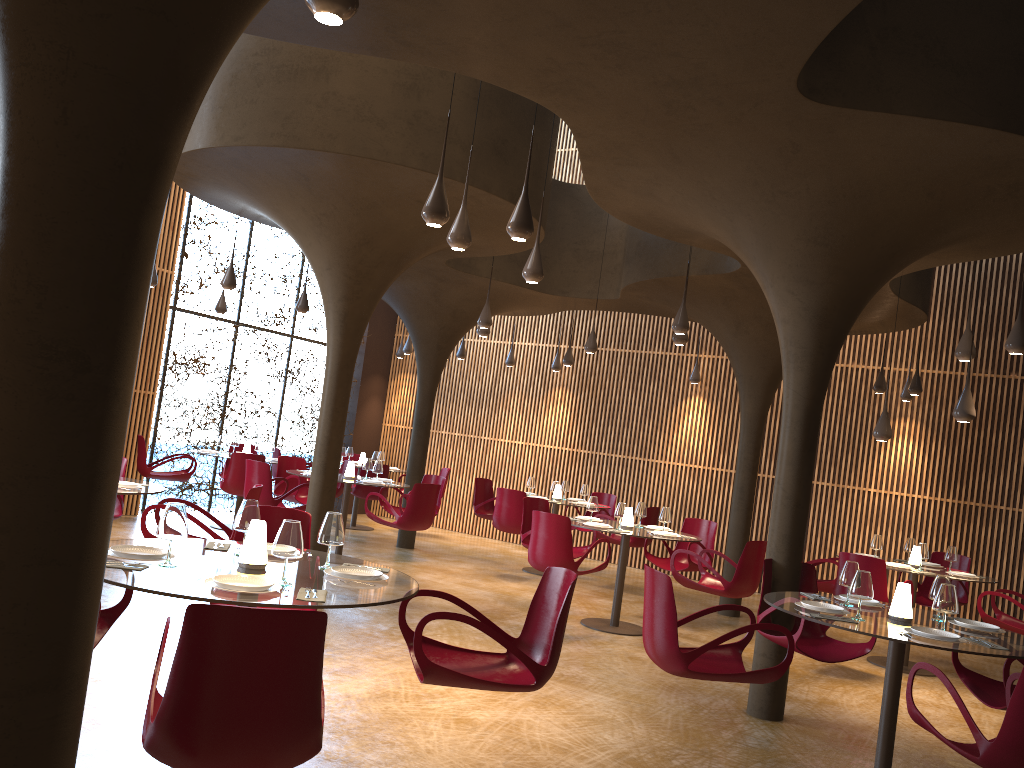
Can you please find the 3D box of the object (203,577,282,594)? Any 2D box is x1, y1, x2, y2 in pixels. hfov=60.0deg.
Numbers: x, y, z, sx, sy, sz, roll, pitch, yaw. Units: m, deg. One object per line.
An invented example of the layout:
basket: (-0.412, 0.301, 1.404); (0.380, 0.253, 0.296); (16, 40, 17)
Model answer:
object: (-1.178, 0.883, 3.881); (0.332, 0.014, 0.331); (10, -4, -34)

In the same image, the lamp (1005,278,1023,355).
lamp: (5.007, -3.379, 8.191); (0.196, 6.270, 0.196); (8, -2, -14)

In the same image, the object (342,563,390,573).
object: (-0.797, 1.003, 4.825); (0.262, 0.017, 0.126); (8, -4, -4)

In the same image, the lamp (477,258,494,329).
lamp: (0.058, -3.825, 11.583); (0.196, 6.270, 0.196); (9, -2, -24)

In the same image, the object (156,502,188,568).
object: (-1.593, 0.706, 4.153); (0.142, 0.295, 0.142); (7, -3, 25)

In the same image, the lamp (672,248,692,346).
lamp: (2.408, -3.569, 10.652); (0.196, 6.270, 0.196); (9, -2, -24)

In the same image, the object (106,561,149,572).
object: (-1.780, 0.815, 3.979); (0.262, 0.017, 0.126); (8, -4, -8)

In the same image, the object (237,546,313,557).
object: (-1.324, 0.934, 4.947); (0.411, 0.012, 0.204); (9, -4, -17)

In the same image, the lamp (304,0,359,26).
lamp: (-0.599, -1.703, 3.174); (0.196, 0.812, 0.196); (8, -2, -14)

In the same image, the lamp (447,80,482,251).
lamp: (0.005, -4.136, 6.913); (0.196, 6.270, 0.195); (9, -3, -34)

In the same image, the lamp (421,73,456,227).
lamp: (-0.118, -4.198, 6.225); (0.195, 6.270, 0.196); (7, -2, 16)

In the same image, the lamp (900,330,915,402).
lamp: (6.392, -2.843, 13.547); (0.196, 6.270, 0.195); (9, -3, -34)

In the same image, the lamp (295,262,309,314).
lamp: (-2.564, -4.107, 12.685); (0.196, 6.270, 0.196); (8, -2, -14)

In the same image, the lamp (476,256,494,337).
lamp: (0.009, -3.769, 12.545); (0.196, 6.270, 0.196); (9, -2, -24)

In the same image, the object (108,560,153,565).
object: (-1.803, 0.826, 4.285); (0.204, 0.012, 0.411); (8, -4, -12)

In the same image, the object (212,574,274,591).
object: (-1.177, 0.873, 3.881); (0.263, 0.029, 0.263); (11, -5, -38)

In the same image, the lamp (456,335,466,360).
lamp: (-0.542, -3.570, 16.743); (0.196, 6.270, 0.195); (10, -3, -44)

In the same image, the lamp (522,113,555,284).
lamp: (0.594, -3.994, 7.882); (0.196, 6.270, 0.196); (9, -2, -24)

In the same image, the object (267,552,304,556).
object: (-1.328, 0.932, 4.945); (0.331, 0.014, 0.332); (5, -5, 38)

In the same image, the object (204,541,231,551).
object: (-1.624, 0.896, 4.893); (0.126, 0.017, 0.262); (9, -4, -13)

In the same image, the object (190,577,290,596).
object: (-1.182, 0.883, 3.879); (0.411, 0.012, 0.204); (9, -4, -13)

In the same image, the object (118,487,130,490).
object: (-3.193, 0.832, 7.247); (0.204, 0.012, 0.411); (9, -4, -15)

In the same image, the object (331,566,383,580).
object: (-0.792, 0.967, 4.523); (0.263, 0.029, 0.264); (6, -4, 29)

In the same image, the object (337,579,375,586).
object: (-0.792, 0.978, 4.518); (0.204, 0.012, 0.411); (8, -4, -8)

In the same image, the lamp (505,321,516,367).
lamp: (0.373, -3.436, 16.908); (0.196, 6.270, 0.195); (10, -3, -44)

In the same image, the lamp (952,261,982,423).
lamp: (4.612, -2.751, 8.356); (0.196, 6.270, 0.196); (8, -2, -14)

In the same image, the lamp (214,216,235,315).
lamp: (-4.265, -4.228, 14.347); (0.196, 6.270, 0.195); (9, -3, -34)

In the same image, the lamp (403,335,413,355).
lamp: (-1.611, -3.679, 17.280); (0.196, 6.270, 0.195); (9, -3, -34)

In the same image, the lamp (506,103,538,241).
lamp: (0.466, -4.113, 6.310); (0.195, 6.270, 0.196); (7, -2, 16)

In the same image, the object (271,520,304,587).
object: (-1.034, 0.777, 4.081); (0.142, 0.295, 0.142); (9, -3, -32)

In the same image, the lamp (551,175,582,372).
lamp: (1.229, -3.340, 16.600); (0.196, 6.270, 0.195); (9, -3, -34)

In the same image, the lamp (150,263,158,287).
lamp: (-4.423, -4.405, 11.956); (0.196, 6.270, 0.196); (7, -2, 6)

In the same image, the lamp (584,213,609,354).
lamp: (1.539, -3.545, 12.814); (0.196, 6.270, 0.195); (10, -3, -44)

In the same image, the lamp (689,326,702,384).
lamp: (3.543, -3.113, 15.300); (0.196, 6.270, 0.195); (10, -3, -44)

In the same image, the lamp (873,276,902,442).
lamp: (4.349, -2.498, 9.542); (0.196, 6.270, 0.196); (8, -2, -14)

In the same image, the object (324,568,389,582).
object: (-0.793, 0.976, 4.523); (0.331, 0.014, 0.332); (5, -5, 35)

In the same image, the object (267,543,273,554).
object: (-1.326, 0.922, 4.945); (0.263, 0.029, 0.263); (9, -4, -23)

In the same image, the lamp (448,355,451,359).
lamp: (-0.870, -3.580, 17.266); (0.195, 6.270, 0.196); (7, -2, 16)

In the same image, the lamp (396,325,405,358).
lamp: (-1.898, -3.641, 18.466); (0.196, 6.270, 0.195); (9, -3, -34)

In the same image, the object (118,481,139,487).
object: (-3.194, 0.821, 7.252); (0.263, 0.029, 0.263); (9, -4, -13)

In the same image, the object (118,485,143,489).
object: (-3.195, 0.830, 7.252); (0.332, 0.014, 0.331); (10, -5, -36)

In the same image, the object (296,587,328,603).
object: (-0.881, 0.932, 3.911); (0.126, 0.017, 0.262); (8, -4, -9)

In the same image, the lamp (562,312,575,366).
lamp: (1.365, -3.413, 15.209); (0.196, 6.270, 0.195); (10, -3, -44)

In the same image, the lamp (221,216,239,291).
lamp: (-3.137, -4.280, 11.213); (0.196, 6.270, 0.196); (8, -2, -14)

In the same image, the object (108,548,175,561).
object: (-1.802, 0.825, 4.281); (0.331, 0.014, 0.332); (6, -4, 28)

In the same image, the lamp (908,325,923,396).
lamp: (6.075, -2.949, 12.575); (0.196, 6.270, 0.195); (10, -3, -44)

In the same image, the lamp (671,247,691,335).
lamp: (2.243, -3.649, 9.766); (0.196, 6.270, 0.196); (9, -2, -24)

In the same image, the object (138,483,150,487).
object: (-3.234, 0.852, 7.551); (0.262, 0.017, 0.126); (8, -4, -10)

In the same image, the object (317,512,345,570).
object: (-0.956, 0.826, 4.674); (0.142, 0.295, 0.142); (9, -3, -27)

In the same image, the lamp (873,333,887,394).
lamp: (5.748, -2.967, 12.977); (0.196, 6.270, 0.195); (10, -3, -44)

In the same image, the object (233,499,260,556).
object: (-1.421, 0.768, 4.747); (0.142, 0.295, 0.142); (8, -2, -3)

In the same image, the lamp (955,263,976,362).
lamp: (4.947, -3.335, 8.989); (0.196, 6.270, 0.196); (8, -2, -14)
